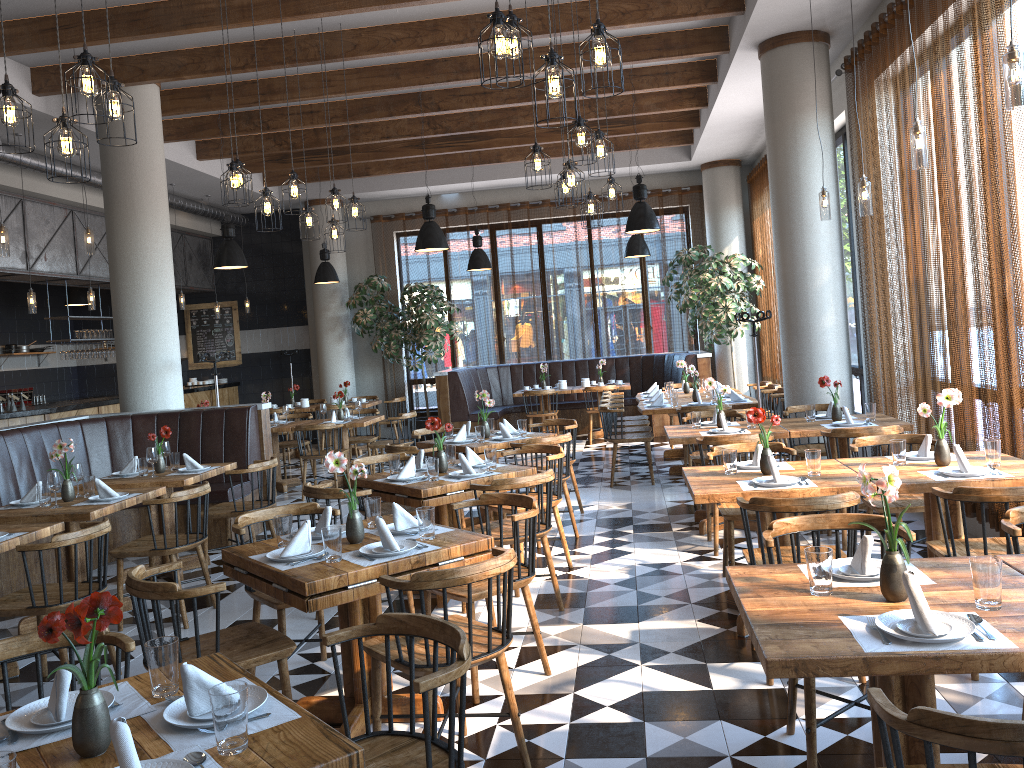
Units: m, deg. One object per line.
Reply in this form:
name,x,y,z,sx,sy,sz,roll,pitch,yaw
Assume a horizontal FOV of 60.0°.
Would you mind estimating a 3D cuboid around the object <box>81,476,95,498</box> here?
object,-2.716,0.661,5.690,0.080,0.132,0.080,-4,1,12

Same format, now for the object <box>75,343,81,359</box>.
object,-5.778,-0.440,11.783,0.081,0.215,0.081,-4,1,-1

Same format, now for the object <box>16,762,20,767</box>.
object,-1.109,0.747,1.730,0.272,0.137,0.351,-6,3,-38

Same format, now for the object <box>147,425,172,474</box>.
object,-2.626,0.492,6.659,0.171,0.355,0.156,-4,1,10

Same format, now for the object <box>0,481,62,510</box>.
object,-3.050,0.688,5.614,0.271,0.137,0.352,-4,3,7

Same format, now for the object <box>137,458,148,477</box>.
object,-2.735,0.617,6.566,0.080,0.132,0.080,-4,1,7

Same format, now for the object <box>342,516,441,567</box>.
object,-0.506,0.606,3.556,0.353,0.137,0.272,-6,3,-38

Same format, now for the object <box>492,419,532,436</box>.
object,-0.017,0.359,7.561,0.272,0.137,0.351,-6,3,-38

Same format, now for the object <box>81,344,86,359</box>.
object,-5.763,-0.447,11.901,0.081,0.215,0.081,-4,1,-1

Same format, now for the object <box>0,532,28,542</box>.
object,-2.667,0.721,4.440,0.271,0.137,0.352,-4,3,7

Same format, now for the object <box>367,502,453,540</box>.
object,-0.466,0.583,3.932,0.272,0.137,0.351,-6,3,-38

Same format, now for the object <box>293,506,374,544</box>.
object,-0.842,0.609,3.975,0.353,0.137,0.272,-6,3,-38

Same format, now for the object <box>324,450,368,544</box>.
object,-0.702,0.477,3.777,0.146,0.400,0.207,-4,1,19

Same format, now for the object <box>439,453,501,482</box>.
object,-0.280,0.492,5.405,0.353,0.137,0.272,-6,3,-38

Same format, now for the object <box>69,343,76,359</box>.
object,-5.792,-0.433,11.665,0.081,0.215,0.081,-4,1,-1

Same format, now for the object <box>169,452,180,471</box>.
object,-2.581,0.594,6.783,0.080,0.132,0.080,-4,1,-8

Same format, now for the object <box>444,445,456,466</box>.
object,-0.409,0.477,5.921,0.080,0.132,0.080,-4,1,22

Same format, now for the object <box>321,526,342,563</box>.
object,-0.702,0.628,3.464,0.080,0.132,0.080,-4,1,22

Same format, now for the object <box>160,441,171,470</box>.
object,-2.688,0.555,6.878,0.081,0.215,0.081,-5,1,-24

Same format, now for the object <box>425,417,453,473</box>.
object,-0.465,0.383,5.651,0.156,0.355,0.171,-5,1,-28

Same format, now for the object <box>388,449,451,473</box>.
object,-0.616,0.495,5.825,0.353,0.137,0.272,-6,3,-38

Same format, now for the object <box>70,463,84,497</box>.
object,-2.827,0.624,5.759,0.081,0.215,0.081,-5,1,-29

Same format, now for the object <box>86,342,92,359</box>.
object,-5.749,-0.455,12.019,0.081,0.215,0.081,-4,1,-1

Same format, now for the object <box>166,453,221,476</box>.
object,-2.394,0.584,6.654,0.271,0.137,0.352,-4,3,7

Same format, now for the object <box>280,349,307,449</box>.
object,-3.671,0.249,14.885,0.374,1.657,0.375,-4,1,30

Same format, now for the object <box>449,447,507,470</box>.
object,-0.240,0.469,5.781,0.272,0.137,0.351,-6,3,-38

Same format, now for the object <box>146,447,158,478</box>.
object,-2.628,0.572,6.477,0.081,0.215,0.081,-4,1,16

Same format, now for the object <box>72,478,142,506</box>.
object,-2.531,0.653,5.540,0.271,0.137,0.352,-4,3,7

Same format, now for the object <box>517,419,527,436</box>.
object,0.087,0.364,7.354,0.080,0.132,0.080,-5,1,-18

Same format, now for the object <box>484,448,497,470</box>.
object,-0.133,0.474,5.577,0.080,0.132,0.080,-4,1,12

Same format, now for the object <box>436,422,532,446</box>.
object,-0.241,0.392,7.235,0.583,0.137,0.577,-7,4,-38

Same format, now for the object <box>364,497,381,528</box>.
object,-0.637,0.591,4.076,0.080,0.132,0.080,-4,1,22

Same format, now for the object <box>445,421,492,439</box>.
object,-0.393,0.384,7.604,0.353,0.137,0.272,-6,3,-38

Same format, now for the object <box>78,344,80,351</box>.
object,-5.880,-0.446,12.035,0.081,0.215,0.081,-4,1,-1

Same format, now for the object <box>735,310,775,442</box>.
object,2.227,0.172,7.976,0.375,1.657,0.374,-4,1,-10

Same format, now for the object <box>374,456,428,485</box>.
object,-0.656,0.518,5.449,0.272,0.137,0.351,-6,3,-38

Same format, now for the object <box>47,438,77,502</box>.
object,-2.812,0.541,5.553,0.206,0.400,0.146,-4,1,10

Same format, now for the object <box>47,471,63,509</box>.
object,-2.766,0.641,5.362,0.081,0.215,0.081,-5,1,-29

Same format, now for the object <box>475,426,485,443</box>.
object,-0.254,0.404,7.086,0.080,0.132,0.080,-5,1,-28

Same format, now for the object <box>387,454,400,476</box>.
object,-0.748,0.517,5.641,0.080,0.132,0.080,-4,1,12

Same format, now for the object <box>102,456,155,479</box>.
object,-2.912,0.619,6.728,0.271,0.137,0.352,-4,3,7

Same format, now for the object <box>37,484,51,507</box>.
object,-2.873,0.686,5.447,0.080,0.132,0.080,-4,1,7

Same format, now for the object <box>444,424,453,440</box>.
object,-0.528,0.407,7.418,0.080,0.132,0.080,-5,1,-28

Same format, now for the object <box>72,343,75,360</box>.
object,-5.895,-0.438,11.917,0.081,0.215,0.081,-4,1,-1

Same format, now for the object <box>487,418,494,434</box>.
object,-0.189,0.367,7.699,0.080,0.132,0.080,-5,1,-18

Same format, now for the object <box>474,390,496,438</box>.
object,-0.221,0.249,7.421,0.206,0.400,0.146,-4,1,27

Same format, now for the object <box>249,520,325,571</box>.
object,-0.882,0.632,3.600,0.272,0.137,0.351,-6,3,-38

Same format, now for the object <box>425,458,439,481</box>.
object,-0.474,0.514,5.308,0.080,0.132,0.080,-4,1,12

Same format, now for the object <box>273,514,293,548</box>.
object,-0.976,0.631,3.796,0.080,0.132,0.080,-4,1,22

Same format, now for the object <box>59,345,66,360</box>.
object,-5.924,-0.424,11.682,0.081,0.215,0.081,-4,1,-1

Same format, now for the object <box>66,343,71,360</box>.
object,-5.909,-0.431,11.799,0.081,0.215,0.081,-4,1,-1

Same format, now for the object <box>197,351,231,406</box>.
object,-2.863,0.514,8.705,0.375,1.657,0.374,-4,1,-15

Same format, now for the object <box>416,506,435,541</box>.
object,-0.361,0.589,3.732,0.080,0.132,0.080,-4,1,22
